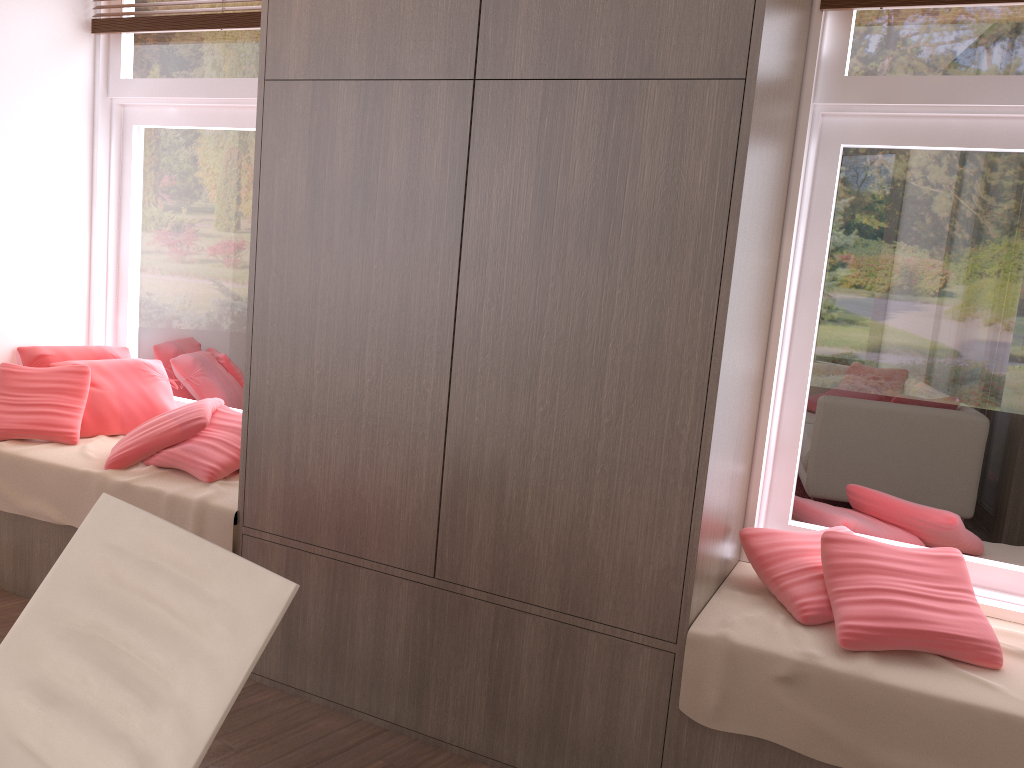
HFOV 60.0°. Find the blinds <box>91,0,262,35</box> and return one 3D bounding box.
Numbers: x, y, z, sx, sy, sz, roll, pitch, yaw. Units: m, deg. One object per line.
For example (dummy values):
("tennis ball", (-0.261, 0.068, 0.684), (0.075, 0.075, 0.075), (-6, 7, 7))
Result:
("blinds", (-1.029, -1.880, 3.217), (1.373, 1.142, 0.042), (9, 9, 25))

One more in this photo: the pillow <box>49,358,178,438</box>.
("pillow", (-1.572, 0.048, 3.558), (0.485, 0.279, 0.270), (-1, 10, -38))

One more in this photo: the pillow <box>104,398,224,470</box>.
("pillow", (-1.237, 0.171, 3.186), (0.356, 0.234, 0.389), (3, 8, -14))

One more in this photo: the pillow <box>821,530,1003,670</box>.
("pillow", (0.968, 0.521, 2.189), (0.403, 0.200, 0.354), (6, 8, 2))

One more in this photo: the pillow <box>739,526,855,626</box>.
("pillow", (0.847, 0.508, 2.392), (0.397, 0.150, 0.373), (3, 9, -18))

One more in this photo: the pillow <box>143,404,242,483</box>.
("pillow", (-1.046, 0.202, 3.135), (0.403, 0.200, 0.354), (11, 10, 33))

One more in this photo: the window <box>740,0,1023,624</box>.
("window", (1.448, -0.477, 2.279), (1.407, 2.229, 0.160), (9, 9, 25))

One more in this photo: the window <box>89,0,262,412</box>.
("window", (-1.075, -0.877, 3.459), (1.407, 2.229, 0.160), (9, 9, 25))

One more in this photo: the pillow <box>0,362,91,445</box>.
("pillow", (-1.788, 0.070, 3.347), (0.357, 0.278, 0.264), (4, 8, -10))

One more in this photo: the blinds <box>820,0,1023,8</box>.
("blinds", (1.500, -1.483, 2.042), (1.373, 1.138, 0.042), (9, 9, 25))

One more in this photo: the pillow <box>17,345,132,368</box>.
("pillow", (-1.739, 0.017, 3.612), (0.484, 0.334, 0.193), (-2, 11, -42))

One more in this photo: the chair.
("chair", (-0.946, 0.699, 1.515), (0.739, 0.767, 0.860), (12, 10, 37))
